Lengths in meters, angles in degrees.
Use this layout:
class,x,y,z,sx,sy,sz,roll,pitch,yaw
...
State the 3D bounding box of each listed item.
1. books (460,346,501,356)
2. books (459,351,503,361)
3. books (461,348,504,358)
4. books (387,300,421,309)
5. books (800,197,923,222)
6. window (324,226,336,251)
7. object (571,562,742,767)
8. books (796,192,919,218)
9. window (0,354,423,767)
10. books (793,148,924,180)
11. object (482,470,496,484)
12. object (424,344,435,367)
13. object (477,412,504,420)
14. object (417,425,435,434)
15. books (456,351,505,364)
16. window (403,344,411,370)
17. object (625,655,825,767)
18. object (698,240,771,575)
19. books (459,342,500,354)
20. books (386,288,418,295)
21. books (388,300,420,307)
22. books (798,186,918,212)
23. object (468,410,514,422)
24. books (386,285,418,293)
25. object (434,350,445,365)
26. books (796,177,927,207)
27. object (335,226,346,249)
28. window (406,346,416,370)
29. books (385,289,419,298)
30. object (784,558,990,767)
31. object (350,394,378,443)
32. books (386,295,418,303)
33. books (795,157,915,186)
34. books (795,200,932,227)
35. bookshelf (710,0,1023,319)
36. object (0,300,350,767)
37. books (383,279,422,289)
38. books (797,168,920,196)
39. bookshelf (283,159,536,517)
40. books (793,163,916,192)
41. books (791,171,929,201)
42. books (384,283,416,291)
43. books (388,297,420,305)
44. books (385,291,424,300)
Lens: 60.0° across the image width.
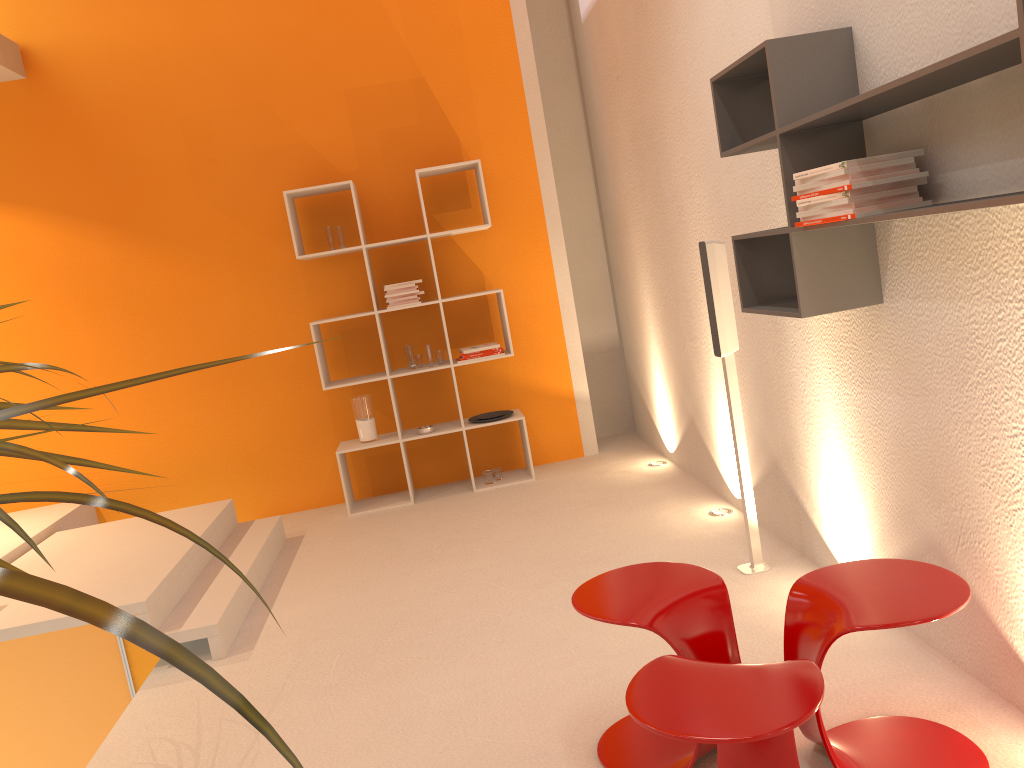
class,x,y,z,sx,sy,sz,roll,pitch,yaw
books,-0.200,-0.211,5.547,0.254,0.015,0.190,-10,8,-3
books,-0.197,-0.182,5.546,0.268,0.011,0.190,-10,8,-3
books,-0.190,-0.197,5.547,0.254,0.015,0.190,-11,8,-9
books,-0.668,-0.492,5.507,0.210,0.013,0.296,-10,8,-5
books,0.911,-0.458,2.331,0.190,0.011,0.268,-11,8,-8
window,-1.354,2.375,1.473,0.481,5.399,8.922,-9,8,7
object,0.401,0.765,2.376,0.391,0.450,0.420,-15,9,-34
books,0.905,-0.471,2.339,0.190,0.015,0.254,-12,8,-14
window,-1.225,2.314,5.067,2.294,4.526,1.860,-10,8,-5
books,0.900,-0.572,2.316,0.230,0.017,0.227,-12,8,-15
object,1.285,2.343,0.768,0.129,2.692,10.507,-11,8,-12
object,-1.259,2.667,2.346,0.870,4.604,7.392,-6,8,26
object,-0.136,0.209,5.647,0.178,0.020,0.178,-8,8,12
object,-0.539,0.286,5.554,0.105,0.035,0.106,-4,10,39
books,-0.199,-0.170,5.548,0.296,0.013,0.210,-10,8,-5
window,-1.587,2.449,4.253,0.993,4.599,4.234,-6,9,27
object,0.469,0.826,1.834,0.391,0.450,0.420,-6,8,25
object,0.856,0.095,3.462,0.116,1.317,0.111,-11,8,-8
books,-0.205,-0.224,5.532,0.227,0.017,0.230,-11,8,-10
books,-0.682,-0.574,5.500,0.190,0.011,0.268,-10,8,-3
books,-0.669,-0.504,5.509,0.190,0.011,0.268,-10,8,-3
books,0.901,-0.485,2.329,0.190,0.015,0.254,-11,8,-8
object,-0.133,0.211,5.645,0.294,0.020,0.294,-5,9,34
books,-0.686,-0.588,5.508,0.190,0.015,0.254,-11,8,-9
object,1.013,1.788,2.157,0.190,3.502,7.694,-12,8,-16
books,0.912,-0.502,2.326,0.230,0.017,0.227,-12,8,-15
object,-1.246,2.230,2.458,0.351,5.384,6.779,-8,8,15
window,-1.702,1.066,2.535,0.908,1.393,6.719,-8,8,15
books,-0.680,-0.562,5.498,0.210,0.013,0.296,-10,8,-5
object,0.896,0.710,2.144,0.420,0.450,0.391,-10,8,-5
object,-0.925,0.220,5.574,0.129,0.291,0.129,-7,8,23
books,-0.679,-0.531,5.507,0.190,0.015,0.254,-10,8,-3
books,0.889,-0.554,2.320,0.190,0.015,0.254,-11,8,-8
books,0.913,-0.445,2.329,0.210,0.013,0.297,-11,8,-10
bookshelf,1.115,0.205,1.448,0.322,2.145,3.370,-10,8,-3
object,-1.604,0.702,0.682,3.098,2.600,3.241,-9,8,3
books,-0.680,-0.619,5.494,0.230,0.017,0.227,-11,8,-10
books,0.898,-0.527,2.322,0.190,0.011,0.268,-11,8,-8
bookshelf,0.511,0.942,4.904,3.516,4.600,1.107,-3,10,42
books,0.893,-0.541,2.330,0.190,0.015,0.254,-12,8,-14
books,0.901,-0.515,2.320,0.210,0.013,0.297,-11,8,-10
books,-0.691,-0.601,5.498,0.190,0.015,0.254,-10,8,-3
books,-0.674,-0.518,5.517,0.190,0.015,0.254,-11,8,-9
books,-0.668,-0.549,5.503,0.230,0.017,0.227,-11,8,-10
